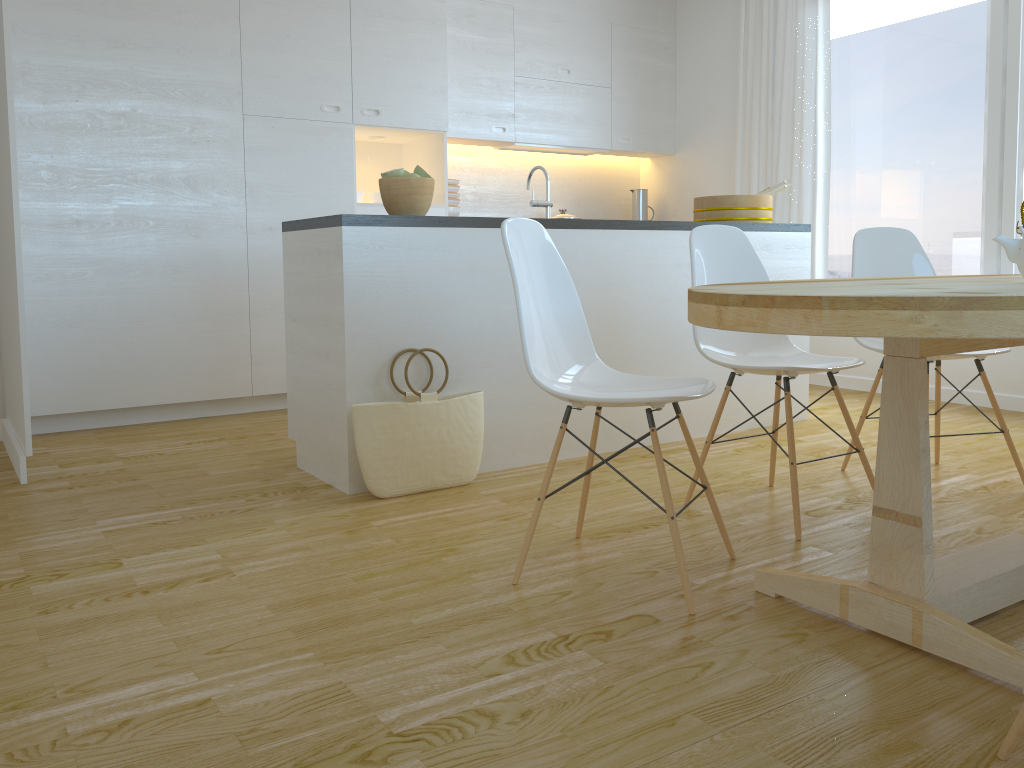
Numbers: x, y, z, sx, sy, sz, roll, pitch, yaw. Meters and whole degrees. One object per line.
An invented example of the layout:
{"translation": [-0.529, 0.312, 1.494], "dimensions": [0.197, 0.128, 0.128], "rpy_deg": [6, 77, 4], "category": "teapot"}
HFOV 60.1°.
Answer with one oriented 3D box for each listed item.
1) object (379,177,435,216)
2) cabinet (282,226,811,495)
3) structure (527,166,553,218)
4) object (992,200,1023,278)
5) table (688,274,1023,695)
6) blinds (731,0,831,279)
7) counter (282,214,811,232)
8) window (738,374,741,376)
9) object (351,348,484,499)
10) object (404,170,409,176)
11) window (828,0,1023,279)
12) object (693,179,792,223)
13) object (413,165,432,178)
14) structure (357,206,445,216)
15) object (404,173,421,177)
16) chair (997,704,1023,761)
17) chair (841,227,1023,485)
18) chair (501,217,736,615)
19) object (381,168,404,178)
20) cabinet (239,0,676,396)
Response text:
{"translation": [-0.386, -0.681, 3.255], "dimensions": [0.205, 0.141, 0.206], "rpy_deg": [2, 7, 18], "category": "object"}
{"translation": [0.277, -0.209, 3.887], "dimensions": [2.406, 0.905, 0.603], "rpy_deg": [-6, 7, -33], "category": "cabinet"}
{"translation": [0.081, -0.758, 3.509], "dimensions": [0.097, 0.214, 0.163], "rpy_deg": [-4, 6, -33], "category": "structure"}
{"translation": [1.190, -0.331, 1.965], "dimensions": [0.147, 0.210, 0.178], "rpy_deg": [-4, 7, -34], "category": "object"}
{"translation": [1.324, 0.110, 2.164], "dimensions": [2.195, 0.721, 1.198], "rpy_deg": [-6, 9, -34], "category": "table"}
{"translation": [1.649, -1.692, 5.569], "dimensions": [0.150, 2.149, 0.797], "rpy_deg": [-4, 6, -33], "category": "blinds"}
{"translation": [0.272, -0.680, 3.851], "dimensions": [2.406, 0.040, 0.603], "rpy_deg": [-6, 9, -33], "category": "counter"}
{"translation": [1.120, -0.876, 1.441], "dimensions": [1.884, 2.043, 2.559], "rpy_deg": [-5, 8, -33], "category": "window"}
{"translation": [0.080, 0.156, 2.789], "dimensions": [1.191, 0.499, 0.473], "rpy_deg": [4, 8, 34], "category": "object"}
{"translation": [-0.403, -0.750, 3.295], "dimensions": [0.102, 0.098, 0.087], "rpy_deg": [-2, 6, -12], "category": "object"}
{"translation": [2.555, -1.380, 4.565], "dimensions": [0.088, 1.908, 2.738], "rpy_deg": [-3, 7, -33], "category": "window"}
{"translation": [1.108, -0.884, 4.343], "dimensions": [0.429, 0.213, 0.381], "rpy_deg": [-1, 7, -5], "category": "object"}
{"translation": [-0.329, -0.778, 3.283], "dimensions": [0.074, 0.071, 0.078], "rpy_deg": [-2, 6, -8], "category": "object"}
{"translation": [-0.621, -0.713, 5.081], "dimensions": [0.562, 0.593, 0.049], "rpy_deg": [-5, 6, -33], "category": "structure"}
{"translation": [-0.358, -0.726, 3.229], "dimensions": [0.081, 0.085, 0.098], "rpy_deg": [2, 7, 21], "category": "object"}
{"translation": [0.982, 0.172, 1.114], "dimensions": [0.430, 0.897, 0.526], "rpy_deg": [-1, 5, -3], "category": "chair"}
{"translation": [1.461, -0.110, 3.112], "dimensions": [0.430, 0.897, 0.526], "rpy_deg": [-2, 5, -13], "category": "chair"}
{"translation": [0.259, 0.026, 2.228], "dimensions": [0.523, 0.897, 0.432], "rpy_deg": [2, 6, 27], "category": "chair"}
{"translation": [-0.434, -0.752, 3.210], "dimensions": [0.084, 0.065, 0.086], "rpy_deg": [-3, 7, -21], "category": "object"}
{"translation": [-0.164, -1.241, 5.618], "dimensions": [3.208, 2.289, 0.482], "rpy_deg": [-5, 6, -33], "category": "cabinet"}
